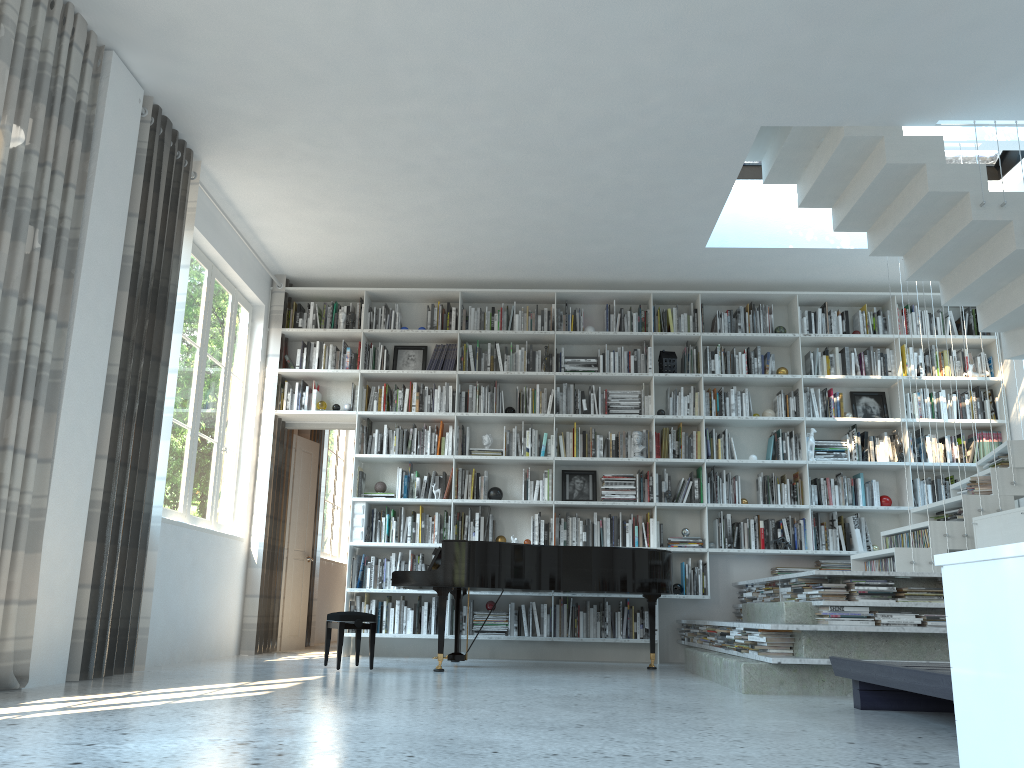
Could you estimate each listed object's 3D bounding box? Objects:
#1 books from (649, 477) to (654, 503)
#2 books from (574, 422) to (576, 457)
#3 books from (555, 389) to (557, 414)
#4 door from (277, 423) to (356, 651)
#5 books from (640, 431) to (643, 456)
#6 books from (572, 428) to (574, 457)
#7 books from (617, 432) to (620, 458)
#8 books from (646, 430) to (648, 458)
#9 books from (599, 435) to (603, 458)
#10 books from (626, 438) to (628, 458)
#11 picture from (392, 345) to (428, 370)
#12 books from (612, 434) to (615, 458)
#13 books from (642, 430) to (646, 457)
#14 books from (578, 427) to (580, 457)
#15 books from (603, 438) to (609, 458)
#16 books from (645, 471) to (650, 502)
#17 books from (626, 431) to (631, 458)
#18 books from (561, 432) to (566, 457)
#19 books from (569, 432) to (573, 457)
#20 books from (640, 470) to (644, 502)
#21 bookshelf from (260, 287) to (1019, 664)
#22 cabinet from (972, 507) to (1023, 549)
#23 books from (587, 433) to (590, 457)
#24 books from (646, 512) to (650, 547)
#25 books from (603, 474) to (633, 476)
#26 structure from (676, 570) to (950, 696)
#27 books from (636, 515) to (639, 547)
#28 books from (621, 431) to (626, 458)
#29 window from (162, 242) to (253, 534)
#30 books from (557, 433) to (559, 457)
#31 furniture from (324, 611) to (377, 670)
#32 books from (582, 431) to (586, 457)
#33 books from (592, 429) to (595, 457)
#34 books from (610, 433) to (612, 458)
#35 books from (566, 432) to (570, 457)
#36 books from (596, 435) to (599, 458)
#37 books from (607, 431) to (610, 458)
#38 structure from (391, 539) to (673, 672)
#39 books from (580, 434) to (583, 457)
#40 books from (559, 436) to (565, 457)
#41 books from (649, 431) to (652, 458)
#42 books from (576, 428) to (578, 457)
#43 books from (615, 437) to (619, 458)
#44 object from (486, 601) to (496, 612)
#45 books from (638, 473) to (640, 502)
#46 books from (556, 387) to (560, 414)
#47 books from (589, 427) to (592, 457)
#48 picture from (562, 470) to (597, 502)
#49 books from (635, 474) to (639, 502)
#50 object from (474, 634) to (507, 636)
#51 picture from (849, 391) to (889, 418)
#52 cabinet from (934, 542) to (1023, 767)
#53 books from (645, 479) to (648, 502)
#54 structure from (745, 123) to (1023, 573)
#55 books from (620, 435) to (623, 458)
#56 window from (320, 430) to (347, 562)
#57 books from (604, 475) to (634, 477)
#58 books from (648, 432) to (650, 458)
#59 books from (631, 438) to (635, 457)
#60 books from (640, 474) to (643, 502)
[{"bbox_3d":[1.172,0.913,7.513,0.034,0.228,0.200,1,-14,2],"label":"books"},{"bbox_3d":[0.540,0.505,7.624,0.014,0.316,0.188,1,-14,2],"label":"books"},{"bbox_3d":[0.381,0.185,7.741,0.012,0.253,0.161,1,-14,2],"label":"books"},{"bbox_3d":[-1.739,1.408,8.069,0.834,1.975,0.788,1,-14,2],"label":"door"},{"bbox_3d":[1.109,0.546,7.625,0.025,0.259,0.131,1,-14,2],"label":"books"},{"bbox_3d":[0.528,0.532,7.662,0.010,0.283,0.137,1,-14,2],"label":"books"},{"bbox_3d":[0.914,0.545,7.606,0.012,0.244,0.186,1,-14,2],"label":"books"},{"bbox_3d":[1.153,0.542,7.618,0.014,0.265,0.154,1,-14,2],"label":"books"},{"bbox_3d":[0.762,0.563,7.627,0.030,0.214,0.169,1,-14,2],"label":"books"},{"bbox_3d":[0.981,0.573,7.632,0.022,0.206,0.114,1,-14,2],"label":"books"},{"bbox_3d":[-0.913,-0.204,7.923,0.300,0.299,0.078,1,-14,2],"label":"picture"},{"bbox_3d":[0.864,0.557,7.613,0.029,0.223,0.186,1,-14,2],"label":"books"},{"bbox_3d":[1.134,0.540,7.637,0.025,0.278,0.108,1,-14,2],"label":"books"},{"bbox_3d":[0.576,0.526,7.632,0.010,0.280,0.171,1,-14,2],"label":"books"},{"bbox_3d":[0.802,0.574,7.636,0.050,0.198,0.146,1,-14,2],"label":"books"},{"bbox_3d":[1.150,0.891,7.530,0.011,0.279,0.186,1,-14,2],"label":"books"},{"bbox_3d":[1.004,0.546,7.631,0.024,0.258,0.127,1,-14,2],"label":"books"},{"bbox_3d":[0.446,0.547,7.645,0.042,0.241,0.162,1,-14,2],"label":"books"},{"bbox_3d":[0.508,0.550,7.646,0.029,0.239,0.156,1,-14,2],"label":"books"},{"bbox_3d":[1.106,0.890,7.544,0.011,0.287,0.152,1,-14,2],"label":"books"},{"bbox_3d":[0.982,0.743,7.517,6.297,3.133,0.331,1,-14,2],"label":"bookshelf"},{"bbox_3d":[3.122,1.044,5.011,0.551,0.666,0.996,1,-14,2],"label":"cabinet"},{"bbox_3d":[0.658,0.553,7.640,0.025,0.235,0.137,1,-14,2],"label":"books"},{"bbox_3d":[1.144,1.239,7.459,0.011,0.299,0.149,1,-14,2],"label":"books"},{"bbox_3d":[0.906,0.785,7.569,0.254,0.012,0.161,0,-15,6],"label":"books"},{"bbox_3d":[2.647,1.615,5.847,2.899,0.657,3.122,1,-14,2],"label":"structure"},{"bbox_3d":[1.054,1.248,7.469,0.010,0.283,0.132,1,-14,2],"label":"books"},{"bbox_3d":[0.958,0.543,7.623,0.025,0.258,0.151,1,-14,2],"label":"books"},{"bbox_3d":[-2.282,0.041,6.493,0.073,2.003,1.989,1,-14,2],"label":"window"},{"bbox_3d":[0.396,0.553,7.659,0.011,0.234,0.142,1,-14,2],"label":"books"},{"bbox_3d":[-1.051,1.652,5.737,0.240,0.352,0.468,7,-15,-22],"label":"furniture"},{"bbox_3d":[0.620,0.545,7.656,0.028,0.258,0.135,1,-14,2],"label":"books"},{"bbox_3d":[0.697,0.533,7.621,0.028,0.267,0.190,1,-14,2],"label":"books"},{"bbox_3d":[0.845,0.554,7.626,0.010,0.233,0.175,1,-14,2],"label":"books"},{"bbox_3d":[0.480,0.547,7.653,0.026,0.247,0.139,1,-14,2],"label":"books"},{"bbox_3d":[0.734,0.562,7.627,0.024,0.216,0.175,1,-14,2],"label":"books"},{"bbox_3d":[0.834,0.543,7.633,0.014,0.258,0.162,1,-14,2],"label":"books"},{"bbox_3d":[0.203,1.571,6.245,1.918,0.830,1.338,1,-14,2],"label":"structure"},{"bbox_3d":[0.594,0.558,7.647,0.024,0.228,0.148,1,-14,2],"label":"books"},{"bbox_3d":[0.427,0.560,7.630,0.053,0.208,0.156,1,-14,2],"label":"books"},{"bbox_3d":[1.186,0.548,7.636,0.023,0.264,0.107,1,-14,2],"label":"books"},{"bbox_3d":[0.553,0.529,7.616,0.015,0.266,0.189,1,-14,2],"label":"books"},{"bbox_3d":[0.893,0.569,7.611,0.029,0.200,0.179,1,-14,2],"label":"books"},{"bbox_3d":[-0.175,1.830,7.310,0.086,0.087,0.086,6,-15,-20],"label":"object"},{"bbox_3d":[1.071,0.900,7.532,0.011,0.260,0.184,1,-14,2],"label":"books"},{"bbox_3d":[0.400,0.176,7.732,0.026,0.266,0.171,1,-14,2],"label":"books"},{"bbox_3d":[0.678,0.529,7.638,0.013,0.283,0.177,1,-14,2],"label":"books"},{"bbox_3d":[0.576,0.886,7.611,0.300,0.299,0.078,1,-14,2],"label":"picture"},{"bbox_3d":[1.059,0.904,7.535,0.012,0.253,0.161,1,-14,2],"label":"books"},{"bbox_3d":[-0.175,2.064,7.289,0.254,0.007,0.161,0,-14,5],"label":"object"},{"bbox_3d":[3.106,0.207,7.703,0.300,0.299,0.078,1,-14,2],"label":"picture"},{"bbox_3d":[0.950,0.489,1.321,0.380,0.485,0.504,1,-14,2],"label":"cabinet"},{"bbox_3d":[1.134,0.925,7.540,0.021,0.217,0.132,1,-14,2],"label":"books"},{"bbox_3d":[2.807,-0.119,5.875,2.613,3.372,1.960,1,-14,2],"label":"structure"},{"bbox_3d":[0.933,0.562,7.639,0.025,0.229,0.143,1,-14,2],"label":"books"},{"bbox_3d":[-2.169,1.035,10.346,0.073,2.003,1.989,1,-14,2],"label":"window"},{"bbox_3d":[0.906,0.798,7.568,0.254,0.012,0.161,1,-14,-1],"label":"books"},{"bbox_3d":[1.168,0.548,7.629,0.014,0.260,0.137,1,-14,2],"label":"books"},{"bbox_3d":[1.032,0.574,7.621,0.035,0.201,0.149,1,-14,2],"label":"books"},{"bbox_3d":[1.094,0.905,7.542,0.013,0.255,0.163,1,-14,2],"label":"books"}]
